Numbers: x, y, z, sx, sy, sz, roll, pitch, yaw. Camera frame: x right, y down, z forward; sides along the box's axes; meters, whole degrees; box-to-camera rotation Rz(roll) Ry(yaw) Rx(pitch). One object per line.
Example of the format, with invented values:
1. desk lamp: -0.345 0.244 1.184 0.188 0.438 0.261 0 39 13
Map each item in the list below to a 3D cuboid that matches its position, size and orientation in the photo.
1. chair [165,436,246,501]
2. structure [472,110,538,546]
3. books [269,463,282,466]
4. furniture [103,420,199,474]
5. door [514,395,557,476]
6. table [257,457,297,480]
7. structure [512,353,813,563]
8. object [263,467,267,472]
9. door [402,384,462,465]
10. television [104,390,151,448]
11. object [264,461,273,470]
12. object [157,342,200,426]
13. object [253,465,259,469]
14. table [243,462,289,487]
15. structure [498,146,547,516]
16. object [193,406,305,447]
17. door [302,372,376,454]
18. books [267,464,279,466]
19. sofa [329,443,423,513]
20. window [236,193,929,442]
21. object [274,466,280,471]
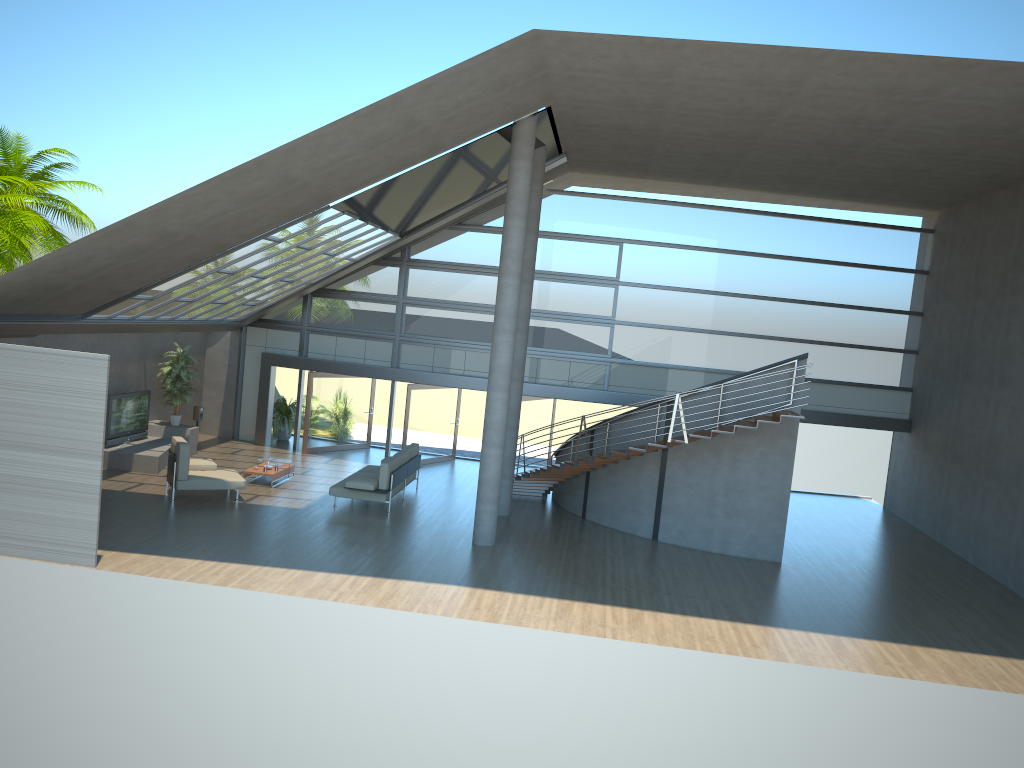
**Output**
1. chair: -5.531 1.506 16.009 1.244 1.023 1.217 3 5 -29
2. structure: -0.115 -0.912 14.385 0.381 7.125 0.382 6 4 6
3. books: -4.857 1.652 18.229 0.275 0.005 0.189 5 4 -11
4. furniture: -7.542 1.298 18.791 1.577 0.610 2.936 6 4 6
5. door: 0.496 1.223 21.185 0.200 1.977 2.298 8 5 27
6. table: -4.842 1.729 18.256 0.680 0.342 0.400 6 4 6
7. structure: 2.091 0.924 16.247 6.809 3.653 2.349 10 6 44
8. object: -4.844 1.675 17.375 0.085 0.101 0.070 6 4 4
9. door: -1.926 0.958 21.483 0.200 1.977 2.298 8 5 29
10. television: -7.942 0.709 18.330 0.396 1.063 1.568 6 4 6
11. object: -4.859 1.619 17.689 0.178 0.161 0.178 2 6 -43
12. object: -7.417 -0.002 19.667 0.932 1.857 0.895 3 5 -36
13. object: -5.075 1.644 17.576 0.102 0.086 0.100 6 4 10
14. table: -4.890 1.809 17.863 0.600 0.250 1.200 6 4 6
15. structure: 0.131 -1.064 16.693 0.381 7.125 0.382 2 6 -40
16. object: -9.214 0.992 18.376 7.863 0.982 21.345 6 4 9
17. door: -4.254 0.683 22.017 0.200 1.977 2.298 9 5 35
18. books: -4.880 1.657 18.180 0.275 0.005 0.189 5 4 -14
19. sofa: -2.609 1.747 17.337 1.166 0.947 3.079 6 4 5
20. window: 1.552 -0.995 20.967 16.616 6.630 1.098 6 4 4
21. object: -4.669 1.674 17.607 0.070 0.101 0.085 9 5 33
